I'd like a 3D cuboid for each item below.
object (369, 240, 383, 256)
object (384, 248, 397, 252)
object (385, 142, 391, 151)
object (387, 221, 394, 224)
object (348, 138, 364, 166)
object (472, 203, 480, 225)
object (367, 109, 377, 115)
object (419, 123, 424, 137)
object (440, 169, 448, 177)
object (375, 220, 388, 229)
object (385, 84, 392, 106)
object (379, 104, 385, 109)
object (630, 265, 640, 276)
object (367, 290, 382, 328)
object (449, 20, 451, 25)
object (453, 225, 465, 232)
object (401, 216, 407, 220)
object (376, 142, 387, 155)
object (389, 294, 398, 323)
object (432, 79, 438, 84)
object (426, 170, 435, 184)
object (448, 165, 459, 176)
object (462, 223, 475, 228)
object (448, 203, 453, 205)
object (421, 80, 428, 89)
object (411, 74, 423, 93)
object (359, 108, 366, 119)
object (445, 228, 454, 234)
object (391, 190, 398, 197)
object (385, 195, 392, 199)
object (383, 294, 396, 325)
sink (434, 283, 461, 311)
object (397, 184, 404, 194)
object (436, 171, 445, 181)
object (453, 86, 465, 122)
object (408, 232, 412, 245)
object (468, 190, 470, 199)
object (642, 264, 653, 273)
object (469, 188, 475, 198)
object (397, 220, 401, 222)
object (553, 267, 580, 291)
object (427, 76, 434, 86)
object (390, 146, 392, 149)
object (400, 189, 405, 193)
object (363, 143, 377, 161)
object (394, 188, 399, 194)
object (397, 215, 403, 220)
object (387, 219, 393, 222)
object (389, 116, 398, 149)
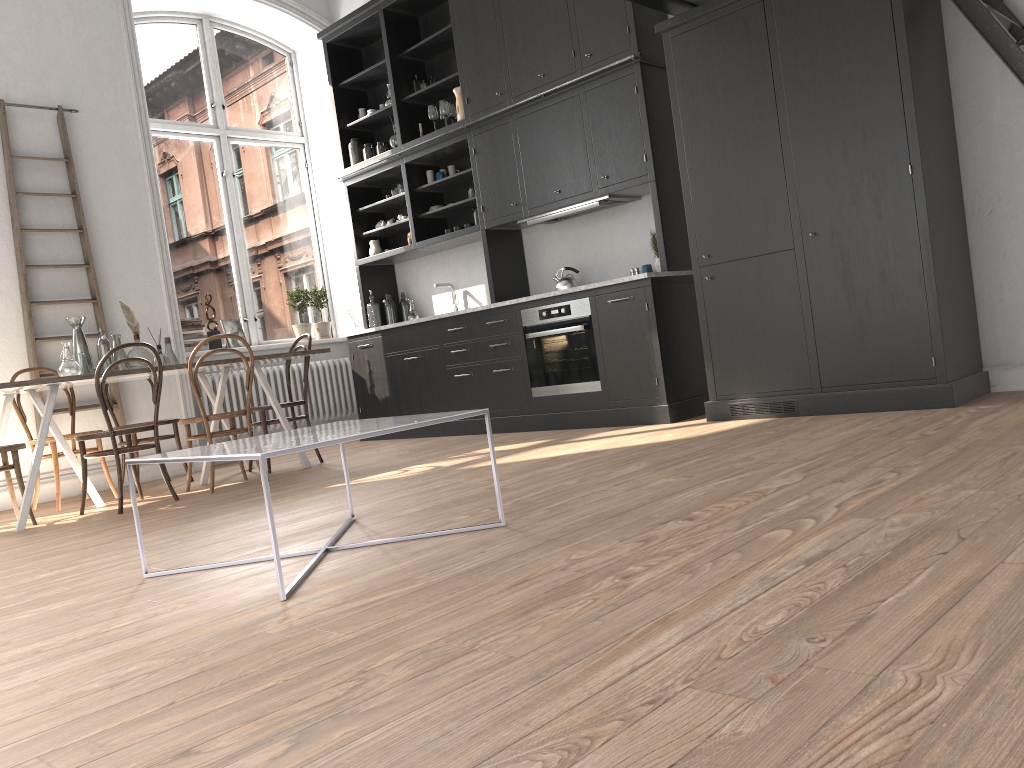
[{"bbox_3d":[-1.198,-1.186,7.798,0.115,0.144,0.127,-7,2,23],"label":"object"},{"bbox_3d":[-1.029,-1.152,7.742,0.180,0.037,0.180,-7,2,29],"label":"object"},{"bbox_3d":[-1.106,-2.022,7.782,0.092,0.184,0.092,-8,2,9],"label":"object"},{"bbox_3d":[-1.055,-1.394,7.719,0.056,0.033,0.058,-7,2,19],"label":"object"},{"bbox_3d":[-1.352,-2.018,7.750,0.118,0.238,0.118,-7,2,29],"label":"object"},{"bbox_3d":[-0.234,-1.316,6.890,0.124,0.192,0.129,-9,2,-18],"label":"object"},{"bbox_3d":[-1.220,-2.346,7.768,0.096,0.095,0.096,-8,2,-12],"label":"object"},{"bbox_3d":[-0.739,-2.050,7.237,0.123,0.161,0.123,-10,3,-37],"label":"object"},{"bbox_3d":[-0.571,-1.703,7.342,0.082,0.135,0.059,-9,2,-18],"label":"object"},{"bbox_3d":[-1.150,-1.400,7.848,0.125,0.100,0.140,-7,2,25],"label":"object"},{"bbox_3d":[-1.022,-2.429,7.516,0.132,0.219,0.132,-7,2,18],"label":"object"},{"bbox_3d":[-1.121,-2.380,7.767,0.059,0.135,0.082,-9,2,-23],"label":"object"},{"bbox_3d":[0.854,-0.771,6.161,0.040,0.116,0.080,-10,3,-41],"label":"object"},{"bbox_3d":[-1.217,-0.653,7.787,0.109,0.349,0.108,-7,2,25],"label":"object"},{"bbox_3d":[-0.444,-2.814,6.963,0.055,0.121,0.167,-9,2,-21],"label":"object"},{"bbox_3d":[-0.419,-1.227,7.019,0.104,0.059,0.088,-7,2,22],"label":"object"},{"bbox_3d":[-0.920,-1.400,7.551,0.049,0.054,0.039,-9,2,-21],"label":"object"},{"bbox_3d":[-1.120,-2.003,7.635,0.096,0.150,0.096,-7,3,32],"label":"object"},{"bbox_3d":[-1.077,-0.652,7.952,0.086,0.301,0.086,-9,3,-32],"label":"object"},{"bbox_3d":[-0.623,-2.425,7.225,0.044,0.121,0.058,-9,2,-19],"label":"object"},{"bbox_3d":[-0.666,-1.688,7.319,0.059,0.135,0.082,-8,2,12],"label":"object"},{"bbox_3d":[-0.475,-1.714,7.241,0.082,0.135,0.059,-7,2,27],"label":"object"},{"bbox_3d":[-0.332,-1.238,6.965,0.104,0.059,0.088,-9,2,-37],"label":"object"},{"bbox_3d":[-0.478,-1.461,7.295,0.112,0.036,0.112,-8,2,-4],"label":"object"},{"bbox_3d":[-0.713,-2.413,7.223,0.053,0.125,0.041,-8,2,11],"label":"object"},{"bbox_3d":[-0.774,-2.445,7.291,0.084,0.199,0.065,-9,2,-24],"label":"object"},{"bbox_3d":[-1.317,-2.354,7.825,0.059,0.135,0.082,-9,2,-18],"label":"object"},{"bbox_3d":[-0.494,-1.220,7.103,0.104,0.059,0.088,-7,2,32],"label":"object"},{"bbox_3d":[-1.000,-1.617,7.590,0.064,0.069,0.064,-8,2,2],"label":"object"},{"bbox_3d":[-1.054,-1.600,7.652,0.071,0.047,0.071,-8,2,-8],"label":"object"},{"bbox_3d":[-1.086,-0.646,7.828,0.086,0.301,0.086,-7,3,30],"label":"object"},{"bbox_3d":[-0.633,-0.578,7.359,0.526,0.505,0.514,-6,3,44],"label":"sink"},{"bbox_3d":[-0.942,-1.643,7.548,0.060,0.107,0.060,-9,2,-18],"label":"object"},{"bbox_3d":[-0.584,-1.676,7.236,0.082,0.094,0.140,-8,2,9],"label":"object"},{"bbox_3d":[-0.391,-2.138,6.815,0.094,0.267,0.116,-8,2,-4],"label":"object"},{"bbox_3d":[-0.840,-1.214,7.432,0.069,0.123,0.173,-9,2,-14],"label":"object"},{"bbox_3d":[-0.326,-1.488,7.027,0.058,0.094,0.058,-8,2,-7],"label":"object"},{"bbox_3d":[0.922,-0.767,6.066,0.082,0.094,0.140,-7,2,34],"label":"object"},{"bbox_3d":[-0.313,-1.487,6.955,0.058,0.094,0.058,-8,2,-7],"label":"object"},{"bbox_3d":[-0.948,-1.391,7.606,0.085,0.016,0.085,-8,2,-15],"label":"object"},{"bbox_3d":[0.393,-0.758,6.447,0.170,0.186,0.171,-9,3,-35],"label":"object"},{"bbox_3d":[-0.653,-2.452,7.329,0.065,0.177,0.084,-9,2,-24],"label":"object"},{"bbox_3d":[-0.994,-2.038,7.642,0.092,0.184,0.092,-9,3,-32],"label":"object"},{"bbox_3d":[-0.910,-1.615,7.484,0.071,0.047,0.071,-8,2,-8],"label":"object"},{"bbox_3d":[-1.231,-1.991,7.667,0.114,0.155,0.114,-10,3,-43],"label":"object"},{"bbox_3d":[-0.985,-1.641,7.683,0.060,0.107,0.060,-8,2,12],"label":"object"},{"bbox_3d":[-0.956,-1.422,7.610,0.039,0.055,0.049,-9,2,-26],"label":"object"},{"bbox_3d":[-1.057,-1.414,7.718,0.055,0.047,0.058,-9,2,-31],"label":"object"},{"bbox_3d":[-0.965,-2.121,7.353,0.134,0.358,0.134,-8,2,-1],"label":"object"}]
